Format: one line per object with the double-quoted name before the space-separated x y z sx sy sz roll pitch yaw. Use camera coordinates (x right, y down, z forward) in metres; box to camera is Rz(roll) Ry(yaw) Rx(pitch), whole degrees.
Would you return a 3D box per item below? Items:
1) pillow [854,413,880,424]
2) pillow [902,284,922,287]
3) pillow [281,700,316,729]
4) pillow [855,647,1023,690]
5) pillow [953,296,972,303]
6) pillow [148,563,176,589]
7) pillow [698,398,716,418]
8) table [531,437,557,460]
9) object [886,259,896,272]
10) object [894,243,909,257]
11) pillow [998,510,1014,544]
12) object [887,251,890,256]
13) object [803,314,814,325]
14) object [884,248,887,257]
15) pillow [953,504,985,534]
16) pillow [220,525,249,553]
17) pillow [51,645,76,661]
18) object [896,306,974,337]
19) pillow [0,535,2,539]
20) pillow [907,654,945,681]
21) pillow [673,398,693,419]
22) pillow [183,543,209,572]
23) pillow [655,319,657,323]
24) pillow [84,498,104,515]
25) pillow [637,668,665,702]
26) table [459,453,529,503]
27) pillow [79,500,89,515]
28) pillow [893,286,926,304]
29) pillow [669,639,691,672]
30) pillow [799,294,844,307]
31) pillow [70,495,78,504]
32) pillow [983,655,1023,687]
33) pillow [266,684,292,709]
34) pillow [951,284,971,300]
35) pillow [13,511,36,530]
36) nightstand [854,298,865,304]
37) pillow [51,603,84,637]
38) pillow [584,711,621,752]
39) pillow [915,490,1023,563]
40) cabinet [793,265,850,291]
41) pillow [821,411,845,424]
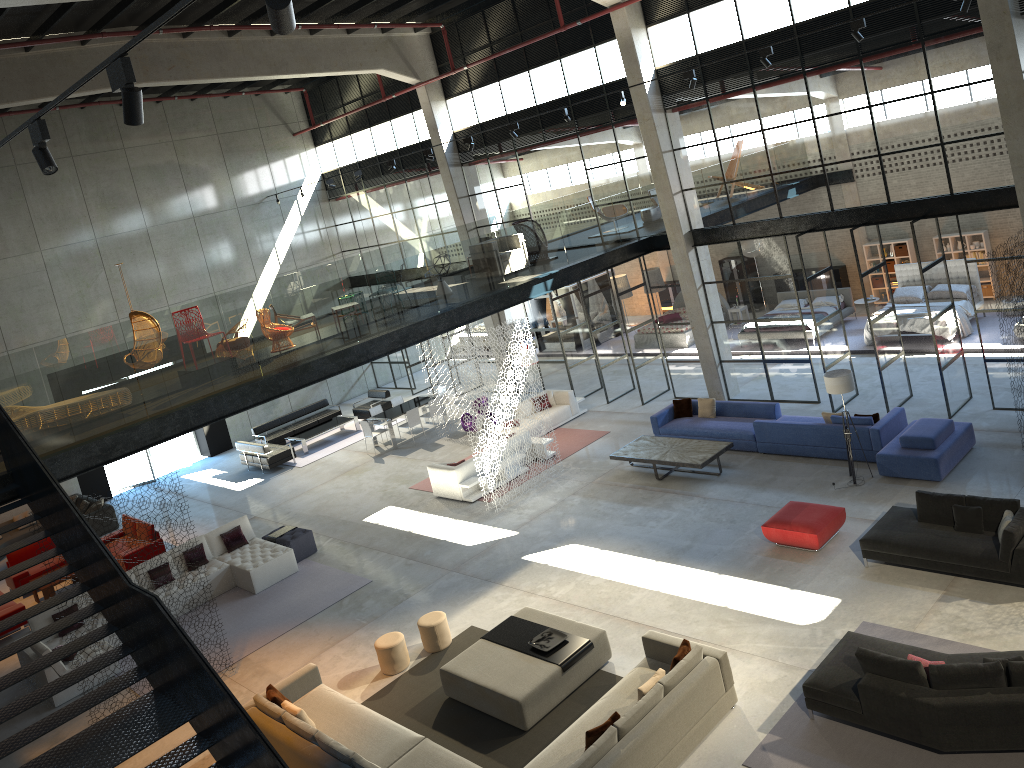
"pillow" 5.912 0.643 14.561 0.394 0.366 0.267 -9 9 27
"pillow" 9.843 -2.222 21.231 0.501 0.317 1.048 -23 16 -40
"pillow" -2.399 3.777 9.909 0.212 0.376 0.399 -20 12 -42
"pillow" 4.128 2.660 7.935 1.875 0.413 0.447 -7 12 27
"pillow" 10.332 -2.102 20.531 0.734 0.325 0.955 -24 16 -39
"pillow" -6.101 3.348 15.285 0.393 0.330 0.217 -22 11 -38
"pillow" 3.838 0.478 17.294 0.212 0.376 0.399 -20 11 -40
"table" 0.393 1.358 18.675 0.308 0.363 1.195 -21 14 -40
"object" 10.297 -3.213 23.791 0.332 0.293 0.322 -22 13 -41
"object" 10.470 -3.591 23.460 0.332 0.293 0.322 -22 13 -41
"pillow" 5.813 1.688 10.317 0.206 0.311 0.351 -10 11 27
"object" 10.238 -3.544 23.838 0.184 0.130 0.190 -11 11 12
"object" 7.025 -1.557 22.579 0.737 0.243 2.100 -24 17 -40
"object" 10.079 -3.549 23.772 0.152 0.244 0.158 -7 10 40
"pillow" 5.583 1.647 10.734 0.340 0.303 0.192 -3 13 46
"pillow" -5.128 2.867 16.211 0.424 0.339 0.234 -23 12 -42
"pillow" -6.759 4.020 13.210 0.342 0.284 0.348 -16 10 -15
"object" 9.259 -1.414 20.117 0.668 0.648 2.272 -21 14 -37
"pillow" -12.504 3.624 21.008 0.434 0.306 0.327 -22 13 -39
"pillow" 3.883 2.669 8.154 0.339 0.303 0.204 -4 12 44
"pillow" 3.443 0.488 17.669 0.394 0.366 0.267 -9 9 27
"pillow" -5.662 3.104 15.715 0.417 0.371 0.190 -22 11 -41
"pillow" 4.544 -1.917 25.575 0.868 0.209 0.650 -7 14 27
"pillow" -9.953 3.029 20.843 0.554 0.371 0.644 -17 12 -19
"pillow" 1.398 3.122 8.820 0.412 0.376 0.205 -22 11 -40
"table" -0.337 1.853 17.360 1.610 0.364 0.298 -25 14 -41
"pillow" -10.498 3.048 21.428 0.330 0.307 0.406 -21 13 -38
"pillow" 9.565 -2.121 21.096 0.681 0.368 1.022 -22 15 -37
"pillow" 1.755 2.944 9.218 0.257 0.366 0.410 -10 11 27
"pillow" 7.899 -2.137 23.519 0.562 0.308 1.918 -23 16 -40
"pillow" -11.165 3.014 22.138 0.405 0.311 0.351 -10 11 20
"pillow" 4.444 2.591 7.902 0.352 0.315 0.202 -11 8 17
"pillow" -2.735 3.759 10.340 0.263 0.365 0.401 -17 10 -19
"pillow" 10.253 -2.168 20.475 0.709 0.287 0.975 -23 16 -38
"pillow" -11.986 3.342 21.557 0.427 0.325 0.316 -23 13 -41
"nightstand" 8.919 -1.751 21.899 0.596 0.690 0.618 -10 9 20
"pillow" -7.200 3.841 14.246 0.411 0.377 0.196 -22 11 -41
"pillow" 0.865 3.359 8.380 0.419 0.352 0.268 -20 10 -31
"pillow" 5.698 1.621 10.654 0.748 0.411 1.604 -16 13 -11
"cabinet" 8.788 -2.776 25.662 0.461 1.141 2.071 -19 12 -41
"pillow" 5.514 0.644 14.935 0.212 0.376 0.399 -20 11 -40
